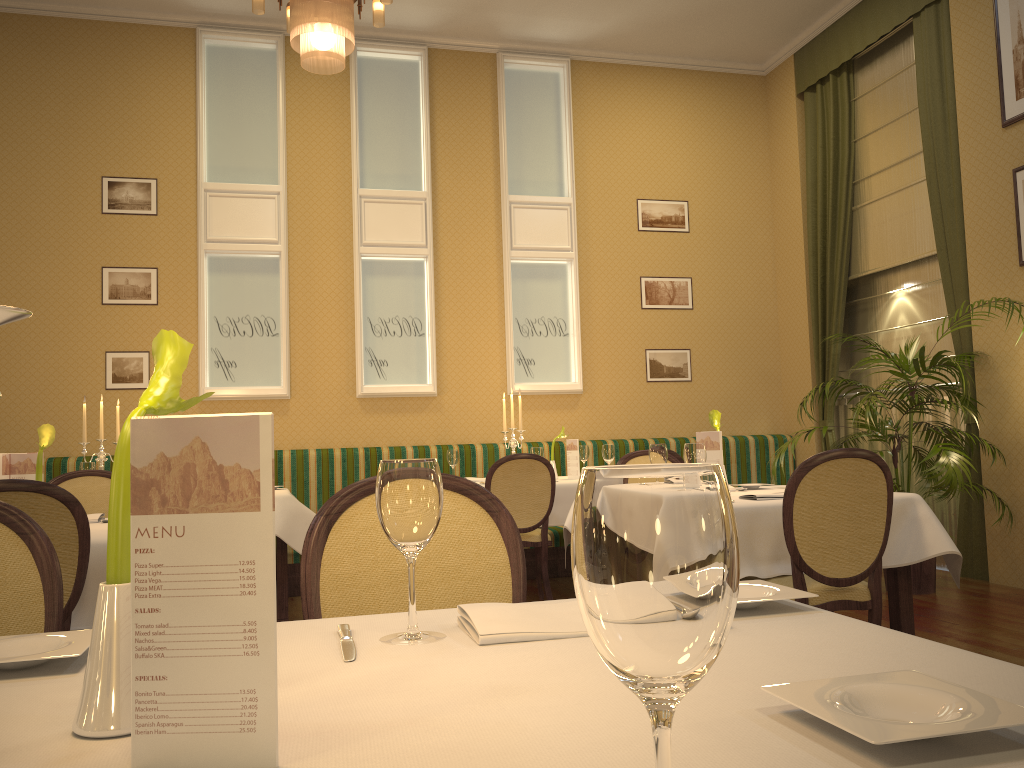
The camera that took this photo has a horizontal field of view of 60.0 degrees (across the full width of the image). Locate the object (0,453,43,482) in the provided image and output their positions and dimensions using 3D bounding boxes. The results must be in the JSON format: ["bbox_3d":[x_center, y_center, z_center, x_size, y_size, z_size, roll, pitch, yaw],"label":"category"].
[{"bbox_3d":[-1.808,0.390,3.223,0.081,0.277,0.166,-4,-5,32],"label":"object"}]

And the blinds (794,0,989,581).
[{"bbox_3d":[2.879,-0.888,6.888,0.225,4.537,1.934,-1,-4,-16],"label":"blinds"}]

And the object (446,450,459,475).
[{"bbox_3d":[-0.419,0.581,6.293,0.088,0.229,0.088,-4,-5,33],"label":"object"}]

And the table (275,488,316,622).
[{"bbox_3d":[-2.233,1.071,5.410,2.152,0.759,1.385,-1,-4,-15],"label":"table"}]

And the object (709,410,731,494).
[{"bbox_3d":[0.911,0.298,3.904,0.076,0.375,0.163,-2,-4,7],"label":"object"}]

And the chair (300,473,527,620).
[{"bbox_3d":[-0.112,0.631,1.495,0.530,0.955,0.571,-1,-4,-15],"label":"chair"}]

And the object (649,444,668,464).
[{"bbox_3d":[0.675,0.390,4.069,0.088,0.229,0.088,-4,-5,33],"label":"object"}]

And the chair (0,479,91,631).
[{"bbox_3d":[-1.505,0.752,2.560,0.530,0.955,0.571,1,-5,-35],"label":"chair"}]

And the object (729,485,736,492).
[{"bbox_3d":[0.880,0.487,4.104,0.273,0.033,0.142,-1,-4,-15],"label":"object"}]

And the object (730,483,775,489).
[{"bbox_3d":[1.132,0.488,4.201,0.160,0.024,0.160,-1,-4,-15],"label":"object"}]

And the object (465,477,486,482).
[{"bbox_3d":[-0.193,0.675,6.289,0.273,0.033,0.142,-1,-4,-15],"label":"object"}]

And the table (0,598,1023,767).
[{"bbox_3d":[-0.283,0.677,0.703,2.152,0.759,1.385,-1,-4,-15],"label":"table"}]

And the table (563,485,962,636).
[{"bbox_3d":[0.985,0.850,3.765,1.395,0.759,1.389,-1,-4,-13],"label":"table"}]

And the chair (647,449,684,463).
[{"bbox_3d":[0.821,0.891,5.646,0.530,0.955,0.571,-1,-4,-15],"label":"chair"}]

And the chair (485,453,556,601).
[{"bbox_3d":[-0.002,0.905,5.464,0.530,0.955,0.571,-1,-4,-15],"label":"chair"}]

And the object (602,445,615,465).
[{"bbox_3d":[0.639,0.516,5.850,0.088,0.229,0.088,-4,-5,33],"label":"object"}]

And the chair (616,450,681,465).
[{"bbox_3d":[0.810,0.808,4.451,0.530,0.955,0.571,-1,-4,-15],"label":"chair"}]

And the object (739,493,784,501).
[{"bbox_3d":[1.058,0.444,3.523,0.273,0.024,0.142,-1,-4,-15],"label":"object"}]

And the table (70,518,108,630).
[{"bbox_3d":[-1.624,0.887,3.078,1.395,0.759,1.389,-1,-4,-13],"label":"table"}]

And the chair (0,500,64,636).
[{"bbox_3d":[-0.841,0.643,1.314,0.530,0.955,0.571,1,-5,-40],"label":"chair"}]

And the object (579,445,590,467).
[{"bbox_3d":[0.530,0.567,6.538,0.088,0.229,0.088,-4,-5,33],"label":"object"}]

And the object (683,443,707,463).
[{"bbox_3d":[0.710,0.344,3.423,0.088,0.229,0.088,-4,-5,33],"label":"object"}]

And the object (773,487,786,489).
[{"bbox_3d":[1.222,0.457,3.803,0.160,0.024,0.160,-1,-4,-15],"label":"object"}]

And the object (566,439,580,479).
[{"bbox_3d":[0.422,0.521,6.143,0.081,0.277,0.166,-2,-4,2],"label":"object"}]

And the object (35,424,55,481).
[{"bbox_3d":[-1.682,0.332,3.172,0.076,0.375,0.163,1,-5,-38],"label":"object"}]

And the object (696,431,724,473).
[{"bbox_3d":[0.813,0.338,3.704,0.081,0.277,0.166,-1,-4,-8],"label":"object"}]

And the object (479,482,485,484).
[{"bbox_3d":[-0.181,0.642,5.729,0.038,0.015,0.181,-1,-4,-13],"label":"object"}]

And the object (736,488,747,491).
[{"bbox_3d":[1.045,0.490,4.131,0.038,0.015,0.181,-1,-4,-13],"label":"object"}]

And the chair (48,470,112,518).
[{"bbox_3d":[-1.792,0.846,3.770,0.530,0.955,0.571,0,-4,-25],"label":"chair"}]

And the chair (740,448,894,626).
[{"bbox_3d":[1.074,0.715,3.240,0.530,0.955,0.571,-1,-4,-15],"label":"chair"}]

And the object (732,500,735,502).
[{"bbox_3d":[0.813,0.451,3.444,0.017,0.010,0.185,-1,-4,-15],"label":"object"}]

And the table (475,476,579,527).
[{"bbox_3d":[0.377,1.033,6.097,2.152,0.759,1.385,-1,-4,-15],"label":"table"}]

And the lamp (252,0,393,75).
[{"bbox_3d":[-0.861,-2.298,3.967,0.593,1.796,0.593,-1,-4,-17],"label":"lamp"}]
